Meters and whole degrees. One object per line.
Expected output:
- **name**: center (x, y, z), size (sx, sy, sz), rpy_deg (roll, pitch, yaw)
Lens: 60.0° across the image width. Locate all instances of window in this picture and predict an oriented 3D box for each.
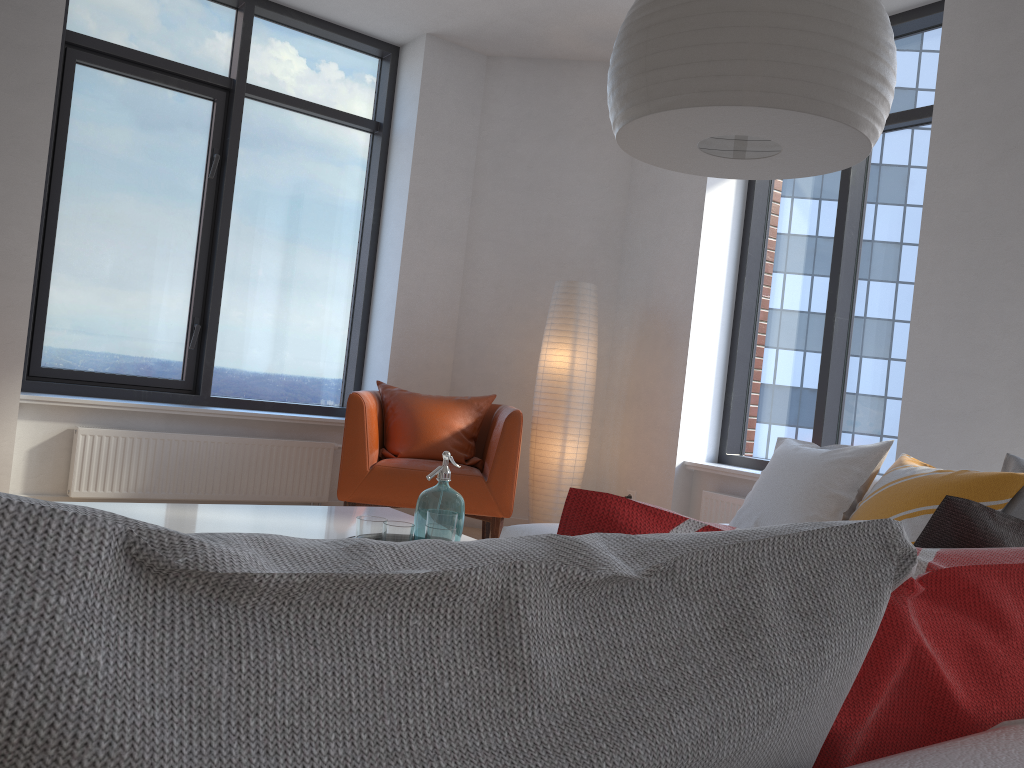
- **window**: center (-1.690, -1.069, 5.190), size (1.960, 2.402, 0.170), rpy_deg (7, -1, -35)
- **window**: center (1.772, -0.687, 4.691), size (0.170, 2.402, 1.310), rpy_deg (7, -1, -35)

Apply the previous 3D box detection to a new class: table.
- **table**: center (-0.571, 0.615, 2.259), size (1.091, 0.435, 1.091), rpy_deg (7, -1, -35)

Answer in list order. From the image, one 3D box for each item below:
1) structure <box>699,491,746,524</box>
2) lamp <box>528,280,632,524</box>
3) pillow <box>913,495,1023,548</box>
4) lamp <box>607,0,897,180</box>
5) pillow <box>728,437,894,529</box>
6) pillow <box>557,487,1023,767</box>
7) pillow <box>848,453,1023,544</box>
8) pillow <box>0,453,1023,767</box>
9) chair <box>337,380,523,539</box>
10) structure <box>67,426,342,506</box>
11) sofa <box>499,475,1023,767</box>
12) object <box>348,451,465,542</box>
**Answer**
- **structure**: center (1.348, 0.844, 4.463), size (0.110, 0.460, 1.015), rpy_deg (7, -1, -35)
- **lamp**: center (0.488, 0.205, 5.055), size (0.804, 1.550, 0.502), rpy_deg (6, 0, 15)
- **pillow**: center (1.152, 0.391, 1.407), size (2.120, 0.436, 0.608), rpy_deg (7, -1, -40)
- **lamp**: center (1.769, -0.228, 1.961), size (3.199, 2.647, 0.710), rpy_deg (6, 0, 1)
- **pillow**: center (1.022, 0.381, 2.279), size (0.580, 0.456, 2.156), rpy_deg (6, 0, -9)
- **pillow**: center (0.889, 0.387, 1.211), size (2.250, 0.449, 0.575), rpy_deg (7, -1, -38)
- **pillow**: center (1.004, 0.395, 1.961), size (0.630, 0.440, 2.095), rpy_deg (6, 0, 12)
- **pillow**: center (0.623, 0.328, 1.426), size (0.647, 0.453, 2.953), rpy_deg (6, -1, 42)
- **chair**: center (-0.434, 0.446, 4.763), size (0.896, 0.858, 0.843), rpy_deg (6, 0, -3)
- **structure**: center (-1.649, 0.513, 4.928), size (1.474, 0.460, 0.110), rpy_deg (7, -1, -35)
- **sofa**: center (0.316, 0.573, 1.825), size (3.424, 0.732, 2.614), rpy_deg (7, -1, -35)
- **object**: center (-0.254, 0.298, 2.272), size (0.330, 0.265, 0.330), rpy_deg (6, 0, -11)
